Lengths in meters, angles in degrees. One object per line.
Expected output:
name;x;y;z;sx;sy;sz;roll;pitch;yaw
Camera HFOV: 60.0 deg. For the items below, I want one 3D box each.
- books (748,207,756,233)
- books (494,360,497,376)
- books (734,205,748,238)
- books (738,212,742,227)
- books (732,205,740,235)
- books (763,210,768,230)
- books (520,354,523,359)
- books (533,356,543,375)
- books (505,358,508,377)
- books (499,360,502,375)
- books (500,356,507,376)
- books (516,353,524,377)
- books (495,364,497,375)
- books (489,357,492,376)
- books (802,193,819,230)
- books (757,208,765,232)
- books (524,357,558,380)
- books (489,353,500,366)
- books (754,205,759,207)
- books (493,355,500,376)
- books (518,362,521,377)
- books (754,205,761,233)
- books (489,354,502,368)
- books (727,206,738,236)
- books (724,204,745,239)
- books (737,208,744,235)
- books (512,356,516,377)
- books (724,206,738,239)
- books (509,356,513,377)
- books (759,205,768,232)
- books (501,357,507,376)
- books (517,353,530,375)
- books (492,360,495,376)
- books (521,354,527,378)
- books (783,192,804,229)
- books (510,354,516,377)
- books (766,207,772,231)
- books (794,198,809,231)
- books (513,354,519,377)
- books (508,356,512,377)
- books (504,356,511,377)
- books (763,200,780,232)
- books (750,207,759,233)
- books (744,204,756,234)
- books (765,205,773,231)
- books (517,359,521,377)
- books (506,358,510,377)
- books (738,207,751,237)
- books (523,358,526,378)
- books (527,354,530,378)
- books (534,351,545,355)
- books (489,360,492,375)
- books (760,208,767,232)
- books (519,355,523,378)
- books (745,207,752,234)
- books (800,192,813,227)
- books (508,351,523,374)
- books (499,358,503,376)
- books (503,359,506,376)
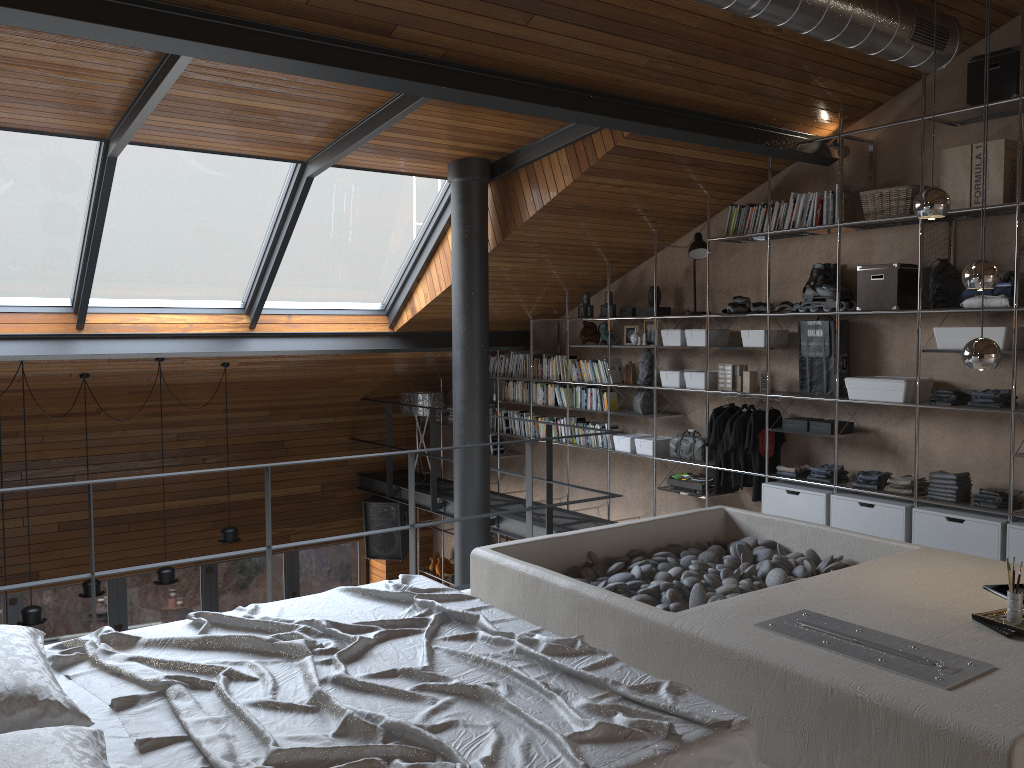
books;1.799;-1.195;6.506;0.127;0.197;0.063;-3;4;-36
books;-0.122;-0.174;9.252;0.117;0.180;0.059;-3;4;-36
books;1.743;-1.216;6.640;0.161;0.228;0.080;-3;4;-36
books;1.744;-1.204;6.627;0.130;0.201;0.063;-3;4;-36
books;1.727;-1.219;6.662;0.148;0.229;0.073;-3;4;-36
books;1.869;-1.179;6.412;0.112;0.173;0.054;-3;4;-36
books;0.133;-0.188;8.949;0.148;0.229;0.073;-3;4;-36
books;0.255;-0.172;8.739;0.129;0.231;0.010;-3;4;-36
books;-0.005;-0.173;9.111;0.126;0.194;0.064;-3;4;-36
books;-0.079;-0.167;9.183;0.112;0.173;0.054;-3;4;-36
books;-0.047;-0.186;9.164;0.137;0.213;0.068;-3;4;-36
books;0.133;-0.193;8.981;0.191;0.249;0.077;-3;4;-35
books;-0.121;-0.170;9.241;0.112;0.173;0.054;-3;4;-36
books;-0.180;-0.187;9.348;0.127;0.197;0.063;-3;4;-36
books;2.108;-1.200;6.173;0.191;0.244;0.075;-3;4;-35
books;1.843;-1.184;6.451;0.117;0.180;0.059;-3;4;-36
books;0.313;-0.158;8.646;0.131;0.216;0.509;-3;4;-36
books;-0.192;-0.208;9.378;0.143;0.233;0.081;-3;4;-36
books;1.823;-1.206;6.532;0.177;0.214;0.064;-3;4;-35
books;-0.111;-0.194;9.270;0.161;0.220;0.074;-3;4;-36
books;0.136;-0.171;8.933;0.137;0.197;0.063;-3;4;-36
books;1.832;-1.196;6.480;0.125;0.204;0.072;-3;4;-36
books;-0.180;-0.203;9.369;0.129;0.226;0.069;-3;4;-36
books;1.708;-1.220;6.697;0.169;0.229;0.077;-3;4;-36
books;1.704;-1.234;6.738;0.206;0.249;0.074;-3;4;-36
books;1.742;-1.202;6.611;0.130;0.202;0.063;-3;4;-36
books;0.085;-0.178;9.009;0.164;0.214;0.066;-3;4;-35
books;1.679;-1.222;6.709;0.148;0.229;0.073;-3;4;-36
books;0.054;-0.178;9.040;0.155;0.212;0.073;-3;4;-36
books;1.853;-1.190;6.432;0.111;0.194;0.059;-3;4;-36
books;-0.039;-0.181;9.154;0.131;0.202;0.068;-3;4;-36
books;0.144;-0.190;8.974;0.191;0.244;0.075;-3;4;-35
books;-0.152;-0.170;9.294;0.119;0.169;0.058;-3;4;-36
books;0.162;-0.181;8.892;0.148;0.234;0.033;-3;4;-36
books;2.000;-1.215;6.280;0.143;0.264;0.088;-3;4;-36
books;0.058;-0.191;9.000;0.148;0.229;0.073;-3;4;-36
books;1.886;-1.177;6.382;0.112;0.173;0.054;-3;4;-36
books;2.049;-1.188;6.207;0.164;0.214;0.066;-3;4;-35
books;0.085;-0.189;8.963;0.148;0.229;0.073;-3;4;-36
books;0.027;-0.181;9.063;0.118;0.218;0.073;-3;4;-36
books;-0.014;-0.184;9.118;0.133;0.215;0.070;-3;4;-35
books;1.880;-1.203;6.395;0.122;0.227;0.076;-3;4;-36
books;1.811;-1.195;6.502;0.127;0.197;0.063;-3;4;-36
books;1.784;-1.213;6.567;0.129;0.226;0.069;-3;4;-36
books;1.880;-1.188;6.384;0.111;0.194;0.059;-3;4;-36
books;0.121;-0.162;8.939;0.131;0.178;0.057;-3;4;-36
books;0.004;-0.176;9.095;0.123;0.201;0.071;-3;4;-36
books;1.759;-1.205;6.608;0.146;0.208;0.071;-3;4;-36
books;0.174;-0.163;8.872;0.143;0.199;0.019;-3;4;-36
books;0.210;-0.178;8.834;0.148;0.234;0.013;-3;4;-36
books;0.261;-0.191;8.762;0.143;0.268;0.020;-3;4;-36
books;-0.164;-0.187;9.337;0.139;0.199;0.074;-3;4;-36
books;1.852;-1.179;6.425;0.112;0.174;0.054;-3;4;-36
books;0.144;-0.180;8.907;0.148;0.233;0.053;-3;4;-36
books;1.784;-1.198;6.546;0.127;0.197;0.063;-3;4;-36
books;2.097;-1.203;6.179;0.191;0.249;0.077;-3;4;-35
books;0.036;-0.205;9.081;0.143;0.264;0.088;-3;4;-36
books;-0.059;-0.177;9.177;0.138;0.189;0.065;-3;4;-36
books;-0.026;-0.174;9.147;0.120;0.186;0.064;-3;4;-36
